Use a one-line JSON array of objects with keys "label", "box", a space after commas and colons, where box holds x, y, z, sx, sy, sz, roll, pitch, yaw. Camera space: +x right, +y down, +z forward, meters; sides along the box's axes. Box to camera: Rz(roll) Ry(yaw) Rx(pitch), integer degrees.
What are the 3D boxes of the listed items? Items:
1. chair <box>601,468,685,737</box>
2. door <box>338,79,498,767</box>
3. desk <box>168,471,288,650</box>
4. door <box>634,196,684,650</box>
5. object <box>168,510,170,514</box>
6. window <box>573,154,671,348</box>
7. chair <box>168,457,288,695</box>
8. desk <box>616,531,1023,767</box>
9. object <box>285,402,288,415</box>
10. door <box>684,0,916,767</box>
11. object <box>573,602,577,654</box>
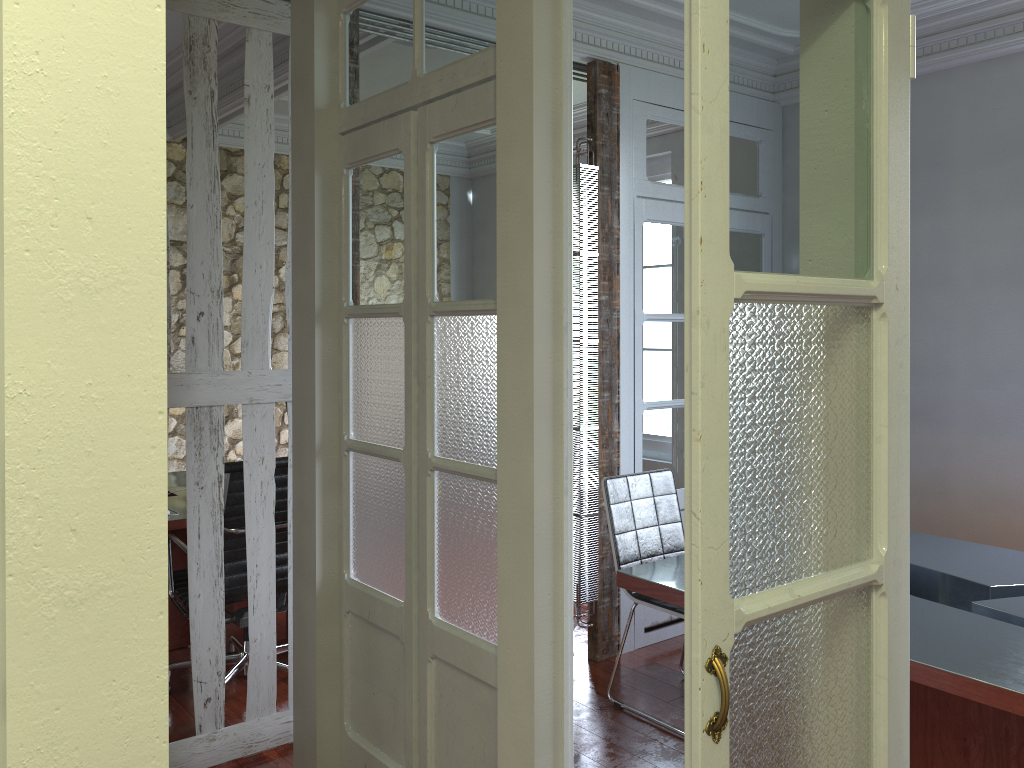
[{"label": "chair", "box": [0.715, 0.856, 3.606, 0.475, 0.919, 0.602, -1, 2, -38]}, {"label": "door", "box": [-0.260, 0.289, 2.545, 0.041, 2.178, 1.058, 0, 1, -38]}, {"label": "desk", "box": [-1.850, 0.910, 4.252, 2.509, 0.727, 1.301, -3, 4, -38]}, {"label": "door", "box": [0.999, 0.162, 4.589, 1.161, 2.181, 0.041, -1, 1, -38]}, {"label": "object", "box": [-1.531, 0.556, 3.864, 0.059, 0.028, 0.106, -3, 4, -39]}, {"label": "window", "box": [0.635, -0.521, 6.207, 0.127, 1.984, 1.528, 0, 1, -38]}, {"label": "chair", "box": [-1.121, 0.795, 3.793, 0.666, 1.022, 0.699, -1, 2, -44]}, {"label": "desk", "box": [1.477, 1.019, 3.002, 1.446, 0.653, 1.714, -2, 4, -38]}, {"label": "object", "box": [-1.080, 0.279, 4.643, 0.189, 0.485, 0.484, -1, 2, -38]}, {"label": "door", "box": [0.847, 0.380, 1.063, 1.187, 2.181, 0.482, 0, 1, 26]}, {"label": "object", "box": [0.201, 1.165, 4.236, 0.235, 0.383, 0.220, 1, 1, 30]}]
